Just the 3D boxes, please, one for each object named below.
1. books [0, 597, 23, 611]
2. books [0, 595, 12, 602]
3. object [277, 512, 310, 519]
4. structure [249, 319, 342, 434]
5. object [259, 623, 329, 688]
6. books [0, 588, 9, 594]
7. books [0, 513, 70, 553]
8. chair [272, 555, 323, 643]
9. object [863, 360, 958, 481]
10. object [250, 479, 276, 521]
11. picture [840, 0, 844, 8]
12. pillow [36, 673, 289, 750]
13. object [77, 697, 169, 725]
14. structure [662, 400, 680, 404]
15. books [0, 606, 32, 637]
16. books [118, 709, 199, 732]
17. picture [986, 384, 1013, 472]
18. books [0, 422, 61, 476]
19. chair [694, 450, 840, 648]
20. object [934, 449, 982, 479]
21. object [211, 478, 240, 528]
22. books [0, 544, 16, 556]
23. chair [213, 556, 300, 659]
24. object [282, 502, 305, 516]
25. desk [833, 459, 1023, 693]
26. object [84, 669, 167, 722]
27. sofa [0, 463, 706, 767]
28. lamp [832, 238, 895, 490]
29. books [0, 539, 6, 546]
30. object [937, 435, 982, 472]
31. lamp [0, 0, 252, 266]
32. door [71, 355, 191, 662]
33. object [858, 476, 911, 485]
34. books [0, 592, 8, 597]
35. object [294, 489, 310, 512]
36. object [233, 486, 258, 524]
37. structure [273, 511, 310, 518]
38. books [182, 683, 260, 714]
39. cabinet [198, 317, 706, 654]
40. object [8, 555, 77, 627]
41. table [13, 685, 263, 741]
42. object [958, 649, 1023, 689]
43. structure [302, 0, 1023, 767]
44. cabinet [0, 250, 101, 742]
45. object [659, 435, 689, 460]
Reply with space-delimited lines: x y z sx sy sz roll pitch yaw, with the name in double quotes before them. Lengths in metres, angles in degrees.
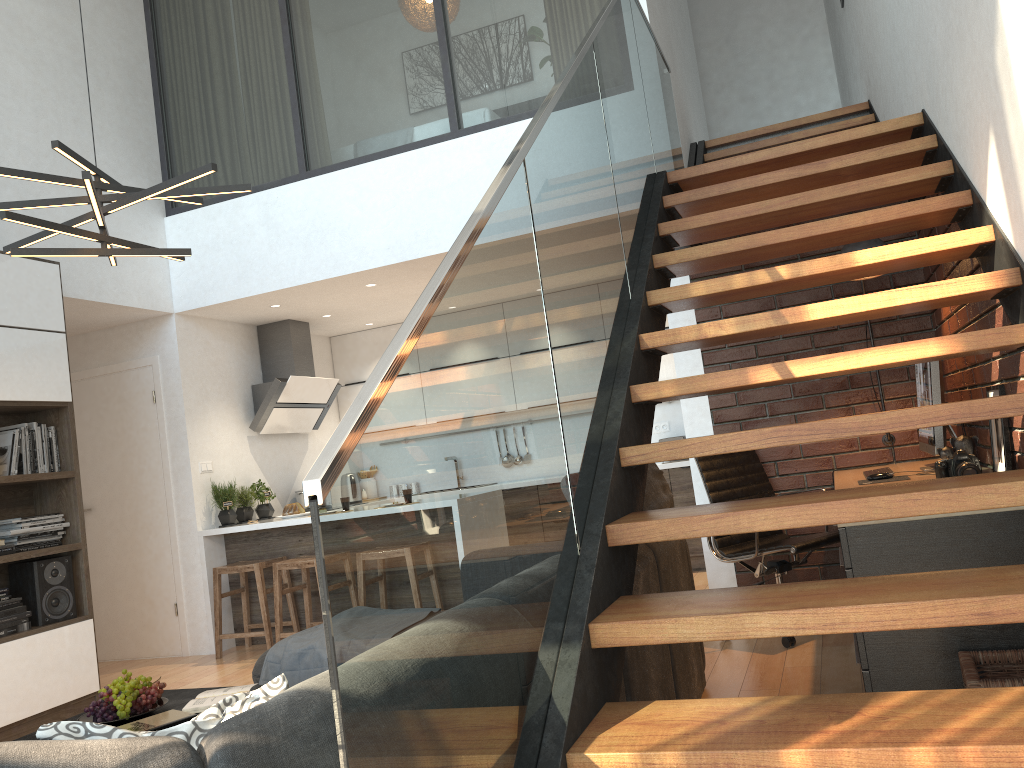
"books" -2.641 1.122 4.428 0.224 0.042 0.277 -9 -5 15
"books" -2.653 1.091 4.431 0.161 0.023 0.213 -10 -5 23
"object" -1.563 0.944 6.360 0.261 0.021 0.261 -9 -5 14
"structure" -1.785 -0.111 7.252 0.407 0.998 0.898 -9 -5 19
"object" -0.652 1.178 3.770 0.548 0.369 0.685 -10 -5 27
"books" -2.674 1.056 4.441 0.161 0.023 0.213 -10 -5 23
"books" -2.587 0.797 4.721 0.224 0.176 0.374 -9 -5 19
"chair" -1.262 1.417 5.721 0.450 0.600 0.350 -10 -5 24
"object" 1.785 0.130 4.023 0.431 0.535 0.716 -10 -5 19
"object" -1.900 0.875 6.733 0.179 0.311 0.172 -11 -5 30
"picture" 2.411 -3.042 6.543 0.025 0.410 0.333 -9 -5 19
"pillow" -0.122 0.745 2.626 0.386 0.364 2.734 -10 -5 23
"object" -1.358 1.154 3.104 0.295 0.026 0.295 -9 -5 13
"structure" 0.147 0.340 7.887 3.000 0.045 0.050 -9 -5 19
"books" -2.610 1.201 4.420 0.248 0.123 0.307 -9 -5 14
"books" -1.155 1.103 2.853 0.179 0.029 0.225 -12 -6 42
"picture" 1.741 0.169 3.170 0.049 0.329 0.279 -9 -5 19
"books" -2.657 0.360 4.787 0.201 0.287 0.332 -9 -5 19
"chair" 1.364 0.757 4.544 0.651 0.991 0.700 -4 -6 -36
"object" 1.581 0.295 3.128 0.149 0.119 0.166 -9 -5 16
"object" -2.053 0.835 6.350 0.186 0.367 0.196 -9 -5 19
"books" -2.671 0.844 4.370 0.250 0.047 0.310 -10 -5 25
"chair" -1.747 1.509 6.023 0.450 0.600 0.350 -9 -5 19
"object" -1.574 0.907 6.377 0.155 0.101 0.161 -9 -5 15
"desk" 1.690 0.761 3.635 0.610 0.750 2.182 -9 -5 19
"object" -1.372 1.086 3.118 0.256 0.173 0.279 -9 -5 17
"sofa" -0.711 0.894 2.720 2.108 0.995 3.169 -10 -5 20
"lamp" 1.876 0.151 4.251 0.462 2.003 1.054 -8 -5 3
"books" -2.699 0.811 4.390 0.266 0.030 0.209 -9 -5 13
"object" 1.725 0.277 3.418 0.149 0.160 0.252 -10 -5 28
"lamp" -1.733 -2.267 3.388 1.200 3.645 0.831 -10 -5 29
"door" -2.835 0.922 6.418 0.974 2.136 0.085 -9 -5 19
"object" 1.571 0.406 3.753 0.200 0.002 0.250 -9 -5 19
"books" -2.658 1.072 4.433 0.142 0.015 0.198 -9 -5 18
"object" -1.637 0.925 7.304 0.315 0.223 0.288 -5 -5 -29
"object" -1.971 0.883 6.550 0.221 0.283 0.211 -11 -6 32
"structure" -1.549 1.014 7.124 0.550 0.006 0.609 -9 -5 19
"books" -1.032 1.114 3.155 0.199 0.025 0.294 -8 -5 -1
"cabinet" -0.208 0.447 6.767 3.495 2.401 2.401 -9 -5 19
"object" -2.503 1.106 4.741 0.244 0.331 0.214 -10 -5 29
"table" -1.265 1.315 3.065 0.700 0.323 0.700 -9 -5 19
"object" 1.412 0.910 2.372 0.330 0.323 0.330 -10 -5 23
"structure" 1.214 -0.318 3.552 1.289 3.460 5.660 -9 -5 19
"cabinet" -3.205 0.503 3.051 0.338 2.494 4.036 -9 -5 19
"object" 1.362 0.534 7.335 0.260 0.195 0.177 -12 -6 39
